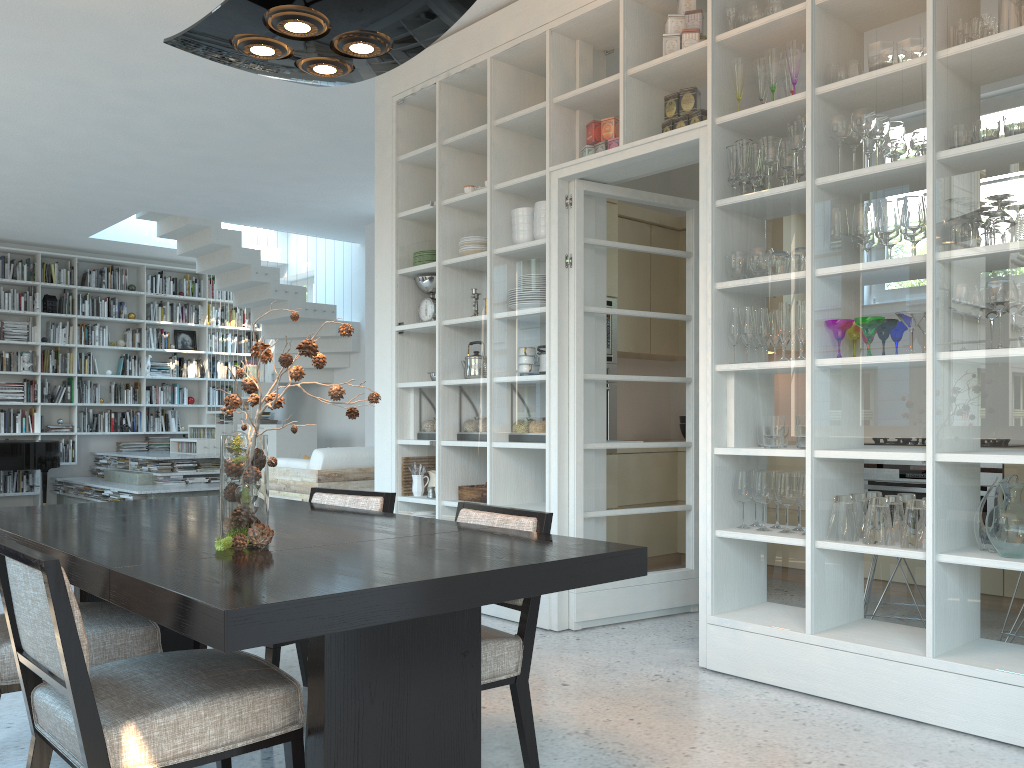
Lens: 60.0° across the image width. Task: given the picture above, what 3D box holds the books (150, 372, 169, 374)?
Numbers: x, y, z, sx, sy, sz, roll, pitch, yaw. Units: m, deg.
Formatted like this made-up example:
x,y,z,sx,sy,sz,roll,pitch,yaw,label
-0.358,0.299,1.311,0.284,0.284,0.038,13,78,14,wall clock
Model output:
x,y,z,sx,sy,sz,roll,pitch,yaw,label
-4.788,-0.508,11.965,0.254,0.012,0.161,1,-1,-38,books

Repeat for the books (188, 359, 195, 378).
x,y,z,sx,sy,sz,roll,pitch,yaw,label
-4.433,-0.585,12.270,0.021,0.271,0.191,2,-2,-42,books

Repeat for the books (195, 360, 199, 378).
x,y,z,sx,sy,sz,roll,pitch,yaw,label
-4.397,-0.576,12.325,0.024,0.255,0.145,1,-2,-42,books

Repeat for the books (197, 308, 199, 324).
x,y,z,sx,sy,sz,roll,pitch,yaw,label
-4.395,-1.301,12.347,0.022,0.234,0.158,2,-2,-42,books

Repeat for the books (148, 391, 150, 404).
x,y,z,sx,sy,sz,roll,pitch,yaw,label
-4.888,-0.179,11.857,0.022,0.184,0.162,1,-2,-42,books

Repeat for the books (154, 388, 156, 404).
x,y,z,sx,sy,sz,roll,pitch,yaw,label
-4.826,-0.198,11.908,0.011,0.223,0.162,2,-2,-42,books

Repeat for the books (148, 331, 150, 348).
x,y,z,sx,sy,sz,roll,pitch,yaw,label
-4.886,-0.947,11.885,0.011,0.248,0.155,2,-2,-42,books

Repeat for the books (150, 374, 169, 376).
x,y,z,sx,sy,sz,roll,pitch,yaw,label
-4.788,-0.483,11.964,0.161,0.012,0.254,-1,-1,44,books

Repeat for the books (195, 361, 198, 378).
x,y,z,sx,sy,sz,roll,pitch,yaw,label
-4.412,-0.568,12.292,0.041,0.239,0.176,1,-2,-42,books

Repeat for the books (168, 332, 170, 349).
x,y,z,sx,sy,sz,roll,pitch,yaw,label
-4.690,-0.942,12.050,0.026,0.244,0.177,1,-2,-42,books

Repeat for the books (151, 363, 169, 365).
x,y,z,sx,sy,sz,roll,pitch,yaw,label
-4.788,-0.629,11.974,0.254,0.012,0.161,1,-1,-40,books

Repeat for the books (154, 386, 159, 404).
x,y,z,sx,sy,sz,roll,pitch,yaw,label
-4.803,-0.209,11.922,0.045,0.246,0.185,1,-2,-42,books

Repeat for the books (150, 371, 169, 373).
x,y,z,sx,sy,sz,roll,pitch,yaw,label
-4.790,-0.520,11.969,0.254,0.012,0.161,1,-1,-40,books

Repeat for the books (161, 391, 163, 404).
x,y,z,sx,sy,sz,roll,pitch,yaw,label
-4.759,-0.176,11.965,0.027,0.182,0.186,1,-2,-42,books

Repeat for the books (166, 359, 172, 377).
x,y,z,sx,sy,sz,roll,pitch,yaw,label
-4.671,-0.579,12.071,0.012,0.254,0.161,2,-2,-42,books

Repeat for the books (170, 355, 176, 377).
x,y,z,sx,sy,sz,roll,pitch,yaw,label
-4.620,-0.601,12.097,0.011,0.300,0.184,2,-2,-42,books

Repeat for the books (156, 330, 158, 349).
x,y,z,sx,sy,sz,roll,pitch,yaw,label
-4.821,-0.956,11.974,0.043,0.269,0.131,1,-2,-42,books

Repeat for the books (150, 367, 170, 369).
x,y,z,sx,sy,sz,roll,pitch,yaw,label
-4.786,-0.581,11.971,0.159,0.012,0.285,-1,-1,45,books

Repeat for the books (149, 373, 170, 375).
x,y,z,sx,sy,sz,roll,pitch,yaw,label
-4.786,-0.496,11.963,0.285,0.012,0.159,1,-1,-37,books

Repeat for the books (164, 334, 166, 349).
x,y,z,sx,sy,sz,roll,pitch,yaw,label
-4.735,-0.927,12.023,0.033,0.213,0.152,1,-2,-42,books

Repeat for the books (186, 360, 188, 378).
x,y,z,sx,sy,sz,roll,pitch,yaw,label
-4.514,-0.575,12.240,0.031,0.250,0.133,1,-2,-42,books

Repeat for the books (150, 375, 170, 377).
x,y,z,sx,sy,sz,roll,pitch,yaw,label
-4.787,-0.471,11.964,0.285,0.012,0.159,1,-1,-38,books

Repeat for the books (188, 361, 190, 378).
x,y,z,sx,sy,sz,roll,pitch,yaw,label
-4.491,-0.567,12.259,0.028,0.235,0.129,1,-2,-42,books

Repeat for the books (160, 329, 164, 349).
x,y,z,sx,sy,sz,roll,pitch,yaw,label
-4.749,-0.964,12.005,0.014,0.285,0.175,2,-2,-42,books

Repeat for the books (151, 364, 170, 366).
x,y,z,sx,sy,sz,roll,pitch,yaw,label
-4.788,-0.617,11.974,0.285,0.012,0.159,1,-1,-40,books

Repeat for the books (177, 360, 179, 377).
x,y,z,sx,sy,sz,roll,pitch,yaw,label
-4.602,-0.569,12.122,0.030,0.236,0.179,1,-2,-42,books

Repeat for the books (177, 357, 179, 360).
x,y,z,sx,sy,sz,roll,pitch,yaw,label
-4.597,-0.591,12.150,0.013,0.280,0.131,2,-2,-42,books

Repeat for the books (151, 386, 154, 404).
x,y,z,sx,sy,sz,roll,pitch,yaw,label
-4.847,-0.210,11.906,0.024,0.247,0.143,1,-2,-42,books

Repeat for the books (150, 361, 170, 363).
x,y,z,sx,sy,sz,roll,pitch,yaw,label
-4.788,-0.653,11.975,0.285,0.012,0.159,1,-1,-40,books

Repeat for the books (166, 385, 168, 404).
x,y,z,sx,sy,sz,roll,pitch,yaw,label
-4.700,-0.216,12.008,0.012,0.262,0.186,2,-2,-42,books

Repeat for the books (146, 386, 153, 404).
x,y,z,sx,sy,sz,roll,pitch,yaw,label
-4.866,-0.209,11.873,0.047,0.244,0.177,1,-2,-42,books

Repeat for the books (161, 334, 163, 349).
x,y,z,sx,sy,sz,roll,pitch,yaw,label
-4.752,-0.925,11.986,0.013,0.207,0.189,2,-2,-42,books

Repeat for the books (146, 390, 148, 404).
x,y,z,sx,sy,sz,roll,pitch,yaw,label
-4.906,-0.180,11.844,0.023,0.186,0.159,1,-2,-42,books

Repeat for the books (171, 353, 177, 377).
x,y,z,sx,sy,sz,roll,pitch,yaw,label
-4.611,-0.621,12.104,0.010,0.339,0.180,2,-2,-42,books

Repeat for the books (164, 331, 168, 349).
x,y,z,sx,sy,sz,roll,pitch,yaw,label
-4.714,-0.947,12.041,0.021,0.253,0.166,2,-2,-42,books

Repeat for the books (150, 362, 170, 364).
x,y,z,sx,sy,sz,roll,pitch,yaw,label
-4.788,-0.641,11.975,0.285,0.012,0.159,1,-1,-44,books

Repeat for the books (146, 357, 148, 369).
x,y,z,sx,sy,sz,roll,pitch,yaw,label
-4.916,-0.588,11.865,0.028,0.267,0.137,1,-2,-42,books

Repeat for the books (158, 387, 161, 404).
x,y,z,sx,sy,sz,roll,pitch,yaw,label
-4.787,-0.205,11.957,0.026,0.239,0.177,1,-2,-42,books

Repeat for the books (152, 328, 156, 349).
x,y,z,sx,sy,sz,roll,pitch,yaw,label
-4.835,-0.965,11.949,0.012,0.285,0.159,2,-2,-42,books

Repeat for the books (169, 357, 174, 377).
x,y,z,sx,sy,sz,roll,pitch,yaw,label
-4.646,-0.594,12.109,0.012,0.285,0.159,2,-2,-42,books

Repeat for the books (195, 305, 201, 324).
x,y,z,sx,sy,sz,roll,pitch,yaw,label
-4.375,-1.325,12.361,0.026,0.284,0.147,2,-2,-42,books

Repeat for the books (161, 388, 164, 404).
x,y,z,sx,sy,sz,roll,pitch,yaw,label
-4.751,-0.200,11.986,0.012,0.229,0.179,2,-2,-42,books

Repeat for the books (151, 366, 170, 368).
x,y,z,sx,sy,sz,roll,pitch,yaw,label
-4.788,-0.593,11.973,0.285,0.012,0.159,1,-1,-40,books

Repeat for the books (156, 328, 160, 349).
x,y,z,sx,sy,sz,roll,pitch,yaw,label
-4.785,-0.965,11.976,0.012,0.287,0.176,2,-2,-42,books

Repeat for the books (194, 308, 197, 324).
x,y,z,sx,sy,sz,roll,pitch,yaw,label
-4.418,-1.304,12.313,0.030,0.241,0.162,1,-2,-42,books

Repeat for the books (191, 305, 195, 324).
x,y,z,sx,sy,sz,roll,pitch,yaw,label
-4.438,-1.320,12.286,0.036,0.272,0.177,1,-2,-42,books

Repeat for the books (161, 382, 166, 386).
x,y,z,sx,sy,sz,roll,pitch,yaw,label
-4.720,-0.235,12.013,0.013,0.299,0.147,2,-2,-42,books

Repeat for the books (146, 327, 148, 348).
x,y,z,sx,sy,sz,roll,pitch,yaw,label
-4.902,-0.973,11.884,0.015,0.301,0.140,2,-2,-42,books

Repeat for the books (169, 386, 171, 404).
x,y,z,sx,sy,sz,roll,pitch,yaw,label
-4.685,-0.208,12.053,0.026,0.246,0.165,1,-2,-42,books

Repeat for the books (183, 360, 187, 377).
x,y,z,sx,sy,sz,roll,pitch,yaw,label
-4.525,-0.571,12.205,0.031,0.242,0.147,1,-2,-42,books

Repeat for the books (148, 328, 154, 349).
x,y,z,sx,sy,sz,roll,pitch,yaw,label
-4.862,-0.967,11.916,0.065,0.289,0.145,1,-2,-42,books

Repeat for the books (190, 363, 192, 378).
x,y,z,sx,sy,sz,roll,pitch,yaw,label
-4.466,-0.556,12.271,0.025,0.213,0.155,1,-2,-42,books

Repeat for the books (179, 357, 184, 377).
x,y,z,sx,sy,sz,roll,pitch,yaw,label
-4.562,-0.591,12.164,0.059,0.282,0.167,1,-2,-42,books

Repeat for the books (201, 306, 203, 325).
x,y,z,sx,sy,sz,roll,pitch,yaw,label
-4.352,-1.316,12.378,0.031,0.265,0.169,1,-2,-42,books

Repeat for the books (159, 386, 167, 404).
x,y,z,sx,sy,sz,roll,pitch,yaw,label
-4.721,-0.213,11.983,0.028,0.255,0.191,1,-2,-42,books

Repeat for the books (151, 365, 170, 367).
x,y,z,sx,sy,sz,roll,pitch,yaw,label
-4.783,-0.605,11.968,0.159,0.012,0.285,-1,-1,43,books
